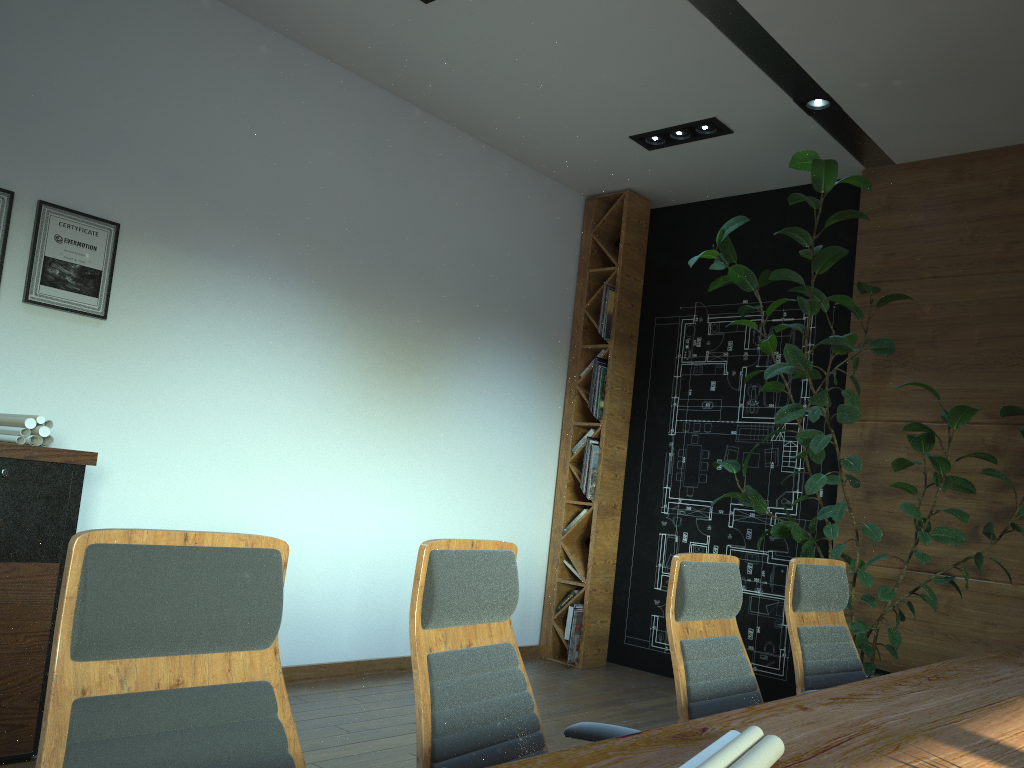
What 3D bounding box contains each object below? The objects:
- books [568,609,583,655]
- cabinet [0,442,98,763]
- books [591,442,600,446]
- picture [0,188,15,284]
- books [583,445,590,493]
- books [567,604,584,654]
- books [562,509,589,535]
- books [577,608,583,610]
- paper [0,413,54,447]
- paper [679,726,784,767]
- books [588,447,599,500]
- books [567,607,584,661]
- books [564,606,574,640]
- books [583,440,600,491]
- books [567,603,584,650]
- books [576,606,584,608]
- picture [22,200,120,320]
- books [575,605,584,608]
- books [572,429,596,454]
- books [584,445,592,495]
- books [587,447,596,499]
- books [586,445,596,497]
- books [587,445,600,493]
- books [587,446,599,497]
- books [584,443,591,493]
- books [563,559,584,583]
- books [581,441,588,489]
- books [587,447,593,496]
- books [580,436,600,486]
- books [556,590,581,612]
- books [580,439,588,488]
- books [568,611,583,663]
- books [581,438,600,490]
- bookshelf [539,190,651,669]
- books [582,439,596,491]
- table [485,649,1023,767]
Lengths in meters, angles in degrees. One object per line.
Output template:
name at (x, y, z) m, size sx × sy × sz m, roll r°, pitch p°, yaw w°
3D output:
books at (3.506, 1.898, 4.116) m, size 7.899 × 0.388 × 0.400 m, roll 0°, pitch -9°, yaw 42°
cabinet at (-2.813, 0.699, 2.953) m, size 0.767 × 1.228 × 2.359 m, roll 2°, pitch -8°, yaw 42°
books at (3.661, 0.663, 4.237) m, size 7.948 × 0.396 × 0.400 m, roll 0°, pitch -9°, yaw 42°
picture at (-2.422, -0.665, 3.877) m, size 0.028 × 0.482 × 0.381 m, roll 2°, pitch -7°, yaw 42°
books at (3.659, 0.660, 4.234) m, size 7.964 × 0.382 × 0.402 m, roll 0°, pitch -9°, yaw 42°
books at (3.529, 1.867, 4.140) m, size 7.977 × 0.380 × 0.391 m, roll 0°, pitch -9°, yaw 42°
books at (3.607, 1.075, 4.194) m, size 8.420 × 0.219 × 0.234 m, roll 0°, pitch -9°, yaw 42°
books at (3.527, 1.892, 4.139) m, size 7.919 × 0.381 × 0.402 m, roll 0°, pitch -9°, yaw 42°
paper at (-2.123, 0.189, 3.758) m, size 0.644 × 0.124 × 0.145 m, roll 0°, pitch -9°, yaw 42°
paper at (1.206, 0.742, 1.623) m, size 2.243 × 0.083 × 0.630 m, roll 7°, pitch -7°, yaw -8°
books at (3.658, 0.699, 4.235) m, size 7.867 × 0.397 × 0.399 m, roll 0°, pitch -9°, yaw 42°
books at (3.503, 1.888, 4.112) m, size 7.908 × 0.396 × 0.400 m, roll 0°, pitch -9°, yaw 42°
books at (3.499, 1.845, 4.127) m, size 8.137 × 0.294 × 0.188 m, roll 0°, pitch -8°, yaw 42°
books at (3.657, 0.643, 4.231) m, size 7.974 × 0.402 × 0.393 m, roll 0°, pitch -8°, yaw 42°
books at (3.530, 1.862, 4.141) m, size 7.986 × 0.383 × 0.385 m, roll 0°, pitch -9°, yaw 42°
books at (3.525, 1.885, 4.137) m, size 7.927 × 0.394 × 0.399 m, roll 0°, pitch -9°, yaw 42°
picture at (-2.100, -0.586, 4.238) m, size 0.028 × 0.482 × 0.381 m, roll 2°, pitch -7°, yaw 42°
books at (3.524, 1.877, 4.135) m, size 7.936 × 0.397 × 0.399 m, roll 0°, pitch -9°, yaw 42°
books at (3.665, 0.451, 4.232) m, size 8.417 × 0.207 × 0.176 m, roll 0°, pitch -8°, yaw 42°
books at (3.657, 0.671, 4.232) m, size 7.939 × 0.381 × 0.402 m, roll 0°, pitch -9°, yaw 42°
books at (3.653, 0.694, 4.230) m, size 7.875 × 0.395 × 0.399 m, roll 0°, pitch -9°, yaw 42°
books at (3.658, 0.678, 4.235) m, size 7.912 × 0.395 × 0.399 m, roll 0°, pitch -9°, yaw 42°
books at (3.660, 0.682, 4.237) m, size 7.904 × 0.398 × 0.399 m, roll 0°, pitch -9°, yaw 42°
books at (3.658, 0.688, 4.235) m, size 7.887 × 0.397 × 0.399 m, roll 0°, pitch -9°, yaw 42°
books at (3.657, 0.660, 4.233) m, size 7.956 × 0.388 × 0.400 m, roll 0°, pitch -9°, yaw 42°
books at (0.548, 1.461, 6.923) m, size 0.238 × 0.158 × 0.217 m, roll 1°, pitch -8°, yaw 42°
books at (3.661, 0.629, 4.236) m, size 8.020 × 0.386 × 0.392 m, roll 0°, pitch -9°, yaw 42°
books at (3.659, 0.688, 4.236) m, size 7.895 × 0.395 × 0.399 m, roll 0°, pitch -9°, yaw 42°
books at (3.660, 0.615, 4.234) m, size 8.037 × 0.396 × 0.393 m, roll 0°, pitch -9°, yaw 42°
books at (3.659, 0.461, 4.227) m, size 8.413 × 2.637 × 0.161 m, roll 0°, pitch -7°, yaw 42°
books at (3.660, 0.628, 4.234) m, size 8.028 × 0.380 × 0.398 m, roll 0°, pitch -9°, yaw 42°
books at (3.504, 1.905, 4.114) m, size 7.893 × 0.382 × 0.402 m, roll 0°, pitch -9°, yaw 42°
books at (3.657, 0.629, 4.231) m, size 8.004 × 0.399 × 0.388 m, roll 0°, pitch -8°, yaw 42°
bookshelf at (3.717, 0.324, 4.285) m, size 8.623 × 3.676 × 0.320 m, roll 0°, pitch -7°, yaw 42°
books at (3.658, 0.637, 4.233) m, size 7.995 × 0.396 × 0.389 m, roll 0°, pitch -9°, yaw 42°
table at (0.947, 1.110, 1.238) m, size 1.784 × 0.794 × 5.568 m, roll 0°, pitch -9°, yaw 42°
